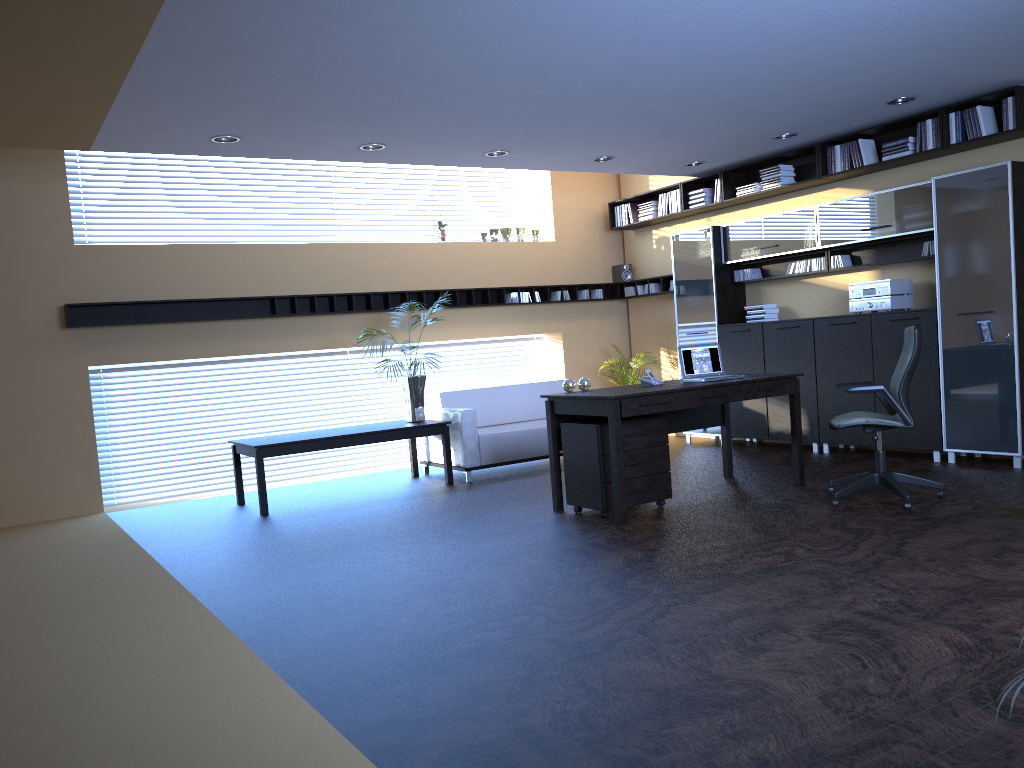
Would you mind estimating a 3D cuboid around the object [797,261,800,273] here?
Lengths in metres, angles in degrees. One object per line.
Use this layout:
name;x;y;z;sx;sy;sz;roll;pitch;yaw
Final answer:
object;2.955;-1.187;9.000;0.142;0.118;0.040;-6;4;-31

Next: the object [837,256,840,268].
object;3.207;-1.188;8.593;0.142;0.120;0.030;-6;4;-31

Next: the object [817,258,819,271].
object;3.078;-1.187;8.797;0.142;0.120;0.009;-6;4;-31

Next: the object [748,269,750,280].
object;2.608;-1.185;9.573;0.142;0.120;0.030;-6;4;-31

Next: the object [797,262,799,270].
object;2.954;-1.187;9.011;0.140;0.116;0.036;-6;4;-31

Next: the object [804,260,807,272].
object;3.004;-1.187;8.924;0.142;0.118;0.040;-6;4;-31

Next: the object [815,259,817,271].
object;3.068;-1.187;8.814;0.140;0.118;0.006;-6;4;-31

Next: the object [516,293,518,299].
object;0.026;-1.034;10.686;0.009;0.120;0.142;-7;4;-31

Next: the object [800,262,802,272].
object;2.976;-1.188;8.978;0.142;0.118;0.040;-6;4;-31

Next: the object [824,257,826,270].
object;3.125;-1.188;8.719;0.142;0.120;0.009;-6;4;-31

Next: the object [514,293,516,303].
object;0.002;-1.032;10.666;0.009;0.120;0.142;-7;4;-31

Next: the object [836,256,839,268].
object;3.204;-1.188;8.603;0.140;0.118;0.026;-6;4;-31

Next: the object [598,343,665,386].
object;1.489;0.077;10.975;0.841;1.243;0.688;-4;4;2

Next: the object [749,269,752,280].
object;2.616;-1.185;9.554;0.142;0.120;0.030;-6;4;-31

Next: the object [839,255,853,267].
object;3.229;-1.187;8.565;0.142;0.118;0.040;-6;4;-31

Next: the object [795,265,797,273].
object;2.944;-1.187;9.028;0.140;0.116;0.036;-6;4;-31

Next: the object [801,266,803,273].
object;2.984;-1.187;8.958;0.140;0.116;0.036;-6;4;-31

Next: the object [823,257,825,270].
object;3.117;-1.188;8.738;0.142;0.120;0.009;-6;4;-31

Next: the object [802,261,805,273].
object;2.986;-1.187;8.948;0.142;0.118;0.040;-6;4;-31

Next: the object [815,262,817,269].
object;3.070;-1.188;8.815;0.142;0.120;0.009;-6;4;-31

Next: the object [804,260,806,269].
object;2.996;-1.187;8.943;0.142;0.118;0.040;-6;4;-31

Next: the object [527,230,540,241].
object;0.275;-1.838;11.038;0.124;0.149;0.117;-6;4;-31

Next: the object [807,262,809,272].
object;3.019;-1.187;8.897;0.140;0.116;0.036;-6;4;-31

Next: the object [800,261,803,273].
object;2.976;-1.187;8.965;0.140;0.116;0.036;-6;4;-31

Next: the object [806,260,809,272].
object;3.017;-1.188;8.908;0.142;0.118;0.040;-6;4;-31

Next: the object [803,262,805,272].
object;2.992;-1.187;8.940;0.140;0.116;0.036;-6;4;-31

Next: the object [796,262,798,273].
object;2.947;-1.187;9.018;0.140;0.116;0.036;-6;4;-31

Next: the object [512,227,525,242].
object;0.080;-1.830;10.920;0.144;0.174;0.137;-7;5;-41

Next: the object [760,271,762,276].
object;2.632;-1.185;9.545;0.140;0.116;0.036;-6;4;-31

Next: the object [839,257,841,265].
object;3.219;-1.188;8.576;0.140;0.118;0.026;-6;4;-31

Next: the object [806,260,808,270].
object;3.013;-1.188;8.917;0.142;0.118;0.040;-6;4;-31

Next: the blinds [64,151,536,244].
blinds;-2.028;-2.265;9.958;5.384;1.464;0.039;-6;4;-31

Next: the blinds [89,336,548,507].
blinds;-1.829;0.302;10.140;5.384;1.370;0.047;-6;4;-31

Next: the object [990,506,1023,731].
object;1.102;0.680;1.214;0.762;1.239;0.668;-5;4;-8

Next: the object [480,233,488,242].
object;-0.334;-1.757;10.669;0.089;0.114;0.094;-4;3;4

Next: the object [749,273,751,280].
object;2.616;-1.185;9.566;0.142;0.120;0.030;-6;4;-31

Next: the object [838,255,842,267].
object;3.221;-1.188;8.577;0.142;0.120;0.030;-6;4;-31

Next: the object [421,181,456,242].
object;-0.816;-1.999;10.373;0.352;0.696;0.436;-2;5;38

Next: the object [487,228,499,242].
object;-0.224;-1.791;10.735;0.133;0.160;0.126;-5;4;-11

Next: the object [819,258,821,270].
object;3.097;-1.188;8.773;0.142;0.120;0.009;-6;4;-31

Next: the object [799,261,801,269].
object;2.965;-1.187;8.994;0.140;0.116;0.036;-6;4;-31

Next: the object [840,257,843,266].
object;3.228;-1.187;8.563;0.140;0.116;0.036;-6;4;-31

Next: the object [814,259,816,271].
object;3.062;-1.187;8.822;0.142;0.120;0.009;-6;4;-31

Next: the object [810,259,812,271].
object;3.039;-1.188;8.867;0.142;0.120;0.009;-6;4;-31

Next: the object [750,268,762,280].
object;2.626;-1.184;9.543;0.142;0.118;0.040;-6;4;-31

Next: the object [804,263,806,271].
object;3.005;-1.188;8.936;0.142;0.118;0.040;-6;4;-31

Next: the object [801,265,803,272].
object;2.985;-1.187;8.960;0.142;0.118;0.040;-6;4;-31

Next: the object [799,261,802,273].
object;2.969;-1.187;8.985;0.142;0.118;0.040;-6;4;-31

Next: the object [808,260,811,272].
object;3.026;-1.187;8.890;0.142;0.118;0.040;-6;4;-31

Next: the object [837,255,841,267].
object;3.213;-1.188;8.584;0.142;0.120;0.030;-6;4;-31

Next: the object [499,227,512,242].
object;-0.074;-1.814;10.830;0.137;0.174;0.144;-3;4;19

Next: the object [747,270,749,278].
object;2.601;-1.185;9.581;0.140;0.118;0.026;-6;4;-31

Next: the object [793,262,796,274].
object;2.930;-1.187;9.044;0.142;0.118;0.040;-6;4;-31

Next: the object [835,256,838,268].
object;3.192;-1.188;8.620;0.142;0.120;0.009;-6;4;-31

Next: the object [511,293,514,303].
object;-0.024;-1.029;10.650;0.009;0.120;0.142;-7;4;-31

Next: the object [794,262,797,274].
object;2.935;-1.187;9.036;0.142;0.118;0.040;-6;4;-31

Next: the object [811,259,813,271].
object;3.043;-1.187;8.858;0.142;0.120;0.009;-6;4;-31
